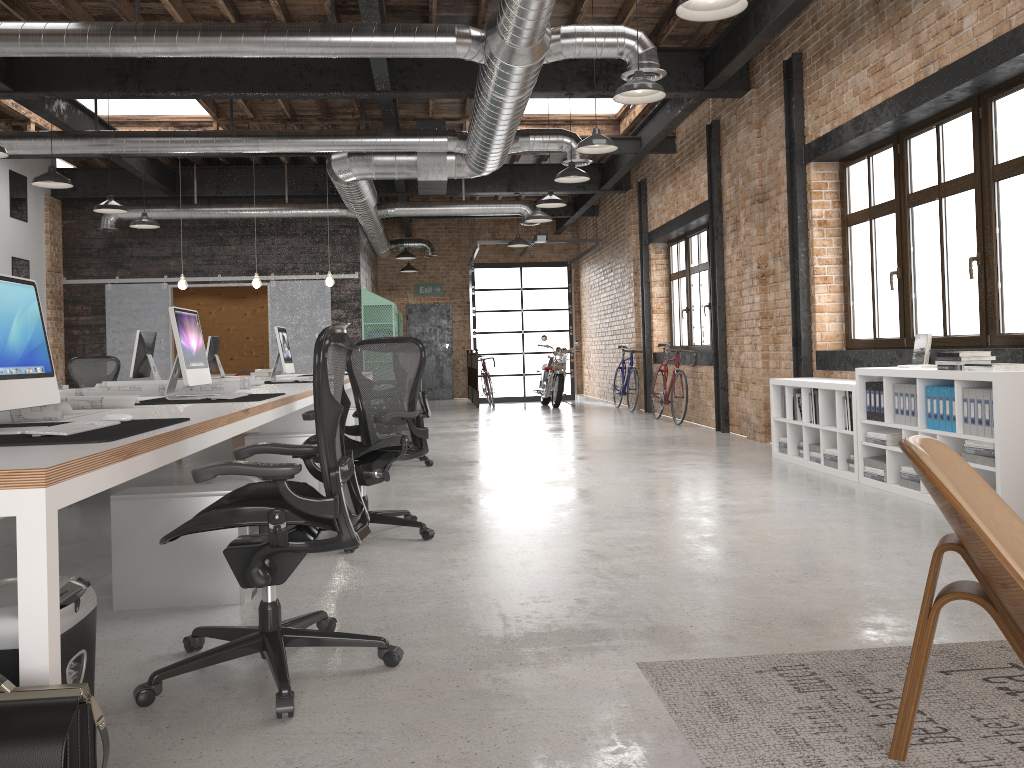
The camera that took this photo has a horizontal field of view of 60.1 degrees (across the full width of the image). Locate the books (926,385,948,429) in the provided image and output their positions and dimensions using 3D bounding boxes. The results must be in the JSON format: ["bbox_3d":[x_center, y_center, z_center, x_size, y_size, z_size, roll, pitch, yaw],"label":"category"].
[{"bbox_3d":[2.626,0.138,5.342,0.232,0.261,0.062,-2,-1,-5],"label":"books"}]

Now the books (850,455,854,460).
[{"bbox_3d":[2.552,0.517,6.286,0.199,0.054,0.240,-2,2,-5],"label":"books"}]

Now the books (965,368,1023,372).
[{"bbox_3d":[2.657,-0.079,4.880,0.187,0.014,0.253,-2,2,-5],"label":"books"}]

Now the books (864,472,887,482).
[{"bbox_3d":[2.543,0.613,5.990,0.207,0.061,0.274,-2,2,-5],"label":"books"}]

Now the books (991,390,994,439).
[{"bbox_3d":[2.684,0.158,4.722,0.232,0.261,0.062,-2,-1,-5],"label":"books"}]

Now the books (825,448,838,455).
[{"bbox_3d":[2.486,0.493,6.598,0.214,0.052,0.252,-2,2,-5],"label":"books"}]

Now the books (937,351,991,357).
[{"bbox_3d":[2.632,-0.174,5.162,0.190,0.028,0.239,-2,2,-3],"label":"books"}]

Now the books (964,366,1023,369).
[{"bbox_3d":[2.658,-0.093,4.884,0.187,0.014,0.248,-2,2,-7],"label":"books"}]

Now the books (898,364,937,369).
[{"bbox_3d":[2.628,-0.111,5.681,0.174,0.021,0.273,-2,2,-5],"label":"books"}]

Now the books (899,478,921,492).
[{"bbox_3d":[2.609,0.622,5.560,0.217,0.072,0.289,-2,2,-5],"label":"books"}]

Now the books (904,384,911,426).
[{"bbox_3d":[2.614,0.129,5.611,0.232,0.261,0.062,-2,-1,-5],"label":"books"}]

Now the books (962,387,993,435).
[{"bbox_3d":[2.660,0.150,4.979,0.232,0.261,0.062,-2,-1,-5],"label":"books"}]

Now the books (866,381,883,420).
[{"bbox_3d":[2.562,0.113,6.097,0.232,0.261,0.062,-2,-1,-5],"label":"books"}]

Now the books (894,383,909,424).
[{"bbox_3d":[2.602,0.125,5.738,0.232,0.261,0.062,-2,-1,-5],"label":"books"}]

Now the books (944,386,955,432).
[{"bbox_3d":[2.644,0.144,5.150,0.232,0.261,0.062,-2,-1,-5],"label":"books"}]

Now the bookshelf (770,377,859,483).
[{"bbox_3d":[2.522,0.315,6.952,0.400,0.685,1.544,-2,2,-5],"label":"bookshelf"}]

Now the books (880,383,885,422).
[{"bbox_3d":[2.580,0.119,5.905,0.232,0.261,0.062,-2,-1,-5],"label":"books"}]

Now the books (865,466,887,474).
[{"bbox_3d":[2.545,0.569,5.978,0.214,0.046,0.251,-2,2,-5],"label":"books"}]

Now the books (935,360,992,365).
[{"bbox_3d":[2.628,-0.125,5.160,0.191,0.023,0.242,-2,2,-7],"label":"books"}]

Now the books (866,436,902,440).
[{"bbox_3d":[2.544,0.348,5.939,0.219,0.034,0.260,-2,2,-5],"label":"books"}]

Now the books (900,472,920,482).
[{"bbox_3d":[2.602,0.572,5.553,0.207,0.067,0.275,-2,2,-5],"label":"books"}]

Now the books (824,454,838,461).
[{"bbox_3d":[2.484,0.538,6.609,0.207,0.067,0.275,-2,2,-5],"label":"books"}]

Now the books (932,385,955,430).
[{"bbox_3d":[2.632,0.140,5.279,0.232,0.261,0.062,-2,-1,-5],"label":"books"}]

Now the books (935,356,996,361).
[{"bbox_3d":[2.636,-0.148,5.153,0.212,0.023,0.258,-2,2,-5],"label":"books"}]

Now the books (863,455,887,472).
[{"bbox_3d":[2.547,0.532,5.998,0.217,0.078,0.291,-2,2,-5],"label":"books"}]

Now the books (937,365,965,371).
[{"bbox_3d":[2.636,-0.098,5.152,0.191,0.032,0.259,-2,2,-3],"label":"books"}]

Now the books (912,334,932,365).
[{"bbox_3d":[2.789,-0.230,6.029,0.065,0.224,0.161,-2,0,-5],"label":"books"}]

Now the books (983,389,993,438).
[{"bbox_3d":[2.678,0.156,4.787,0.232,0.261,0.062,-2,-1,-5],"label":"books"}]

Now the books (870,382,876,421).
[{"bbox_3d":[2.568,0.115,6.034,0.232,0.261,0.062,-2,-1,-5],"label":"books"}]

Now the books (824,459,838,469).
[{"bbox_3d":[2.491,0.588,6.616,0.217,0.072,0.289,-2,2,-5],"label":"books"}]

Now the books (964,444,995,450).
[{"bbox_3d":[2.645,0.329,4.830,0.219,0.039,0.260,-2,2,-5],"label":"books"}]

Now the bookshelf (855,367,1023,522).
[{"bbox_3d":[2.670,0.308,5.406,0.400,0.800,1.544,-2,1,-5],"label":"bookshelf"}]

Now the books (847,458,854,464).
[{"bbox_3d":[2.555,0.548,6.310,0.222,0.055,0.282,-2,2,-5],"label":"books"}]

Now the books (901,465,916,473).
[{"bbox_3d":[2.604,0.527,5.542,0.214,0.052,0.252,-2,2,-5],"label":"books"}]

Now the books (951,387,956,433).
[{"bbox_3d":[2.650,0.146,5.085,0.232,0.261,0.062,-2,-1,-5],"label":"books"}]

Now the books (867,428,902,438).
[{"bbox_3d":[2.543,0.330,5.935,0.214,0.046,0.251,-2,2,-5],"label":"books"}]

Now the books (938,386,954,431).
[{"bbox_3d":[2.638,0.142,5.214,0.232,0.261,0.062,-2,-1,-5],"label":"books"}]

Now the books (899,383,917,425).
[{"bbox_3d":[2.608,0.127,5.675,0.232,0.261,0.062,-2,-1,-5],"label":"books"}]

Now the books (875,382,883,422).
[{"bbox_3d":[2.574,0.117,5.970,0.232,0.261,0.062,-2,-1,-5],"label":"books"}]

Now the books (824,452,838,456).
[{"bbox_3d":[2.487,0.511,6.602,0.219,0.039,0.260,-2,2,-5],"label":"books"}]

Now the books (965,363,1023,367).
[{"bbox_3d":[2.664,-0.106,4.883,0.202,0.012,0.251,-2,2,-4],"label":"books"}]

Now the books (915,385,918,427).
[{"bbox_3d":[2.626,0.133,5.481,0.232,0.261,0.062,-2,-1,-5],"label":"books"}]

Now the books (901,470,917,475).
[{"bbox_3d":[2.605,0.545,5.546,0.219,0.039,0.260,-2,2,-5],"label":"books"}]

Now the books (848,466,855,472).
[{"bbox_3d":[2.540,0.606,6.309,0.184,0.049,0.261,-2,2,-5],"label":"books"}]

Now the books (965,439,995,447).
[{"bbox_3d":[2.645,0.311,4.826,0.214,0.052,0.252,-2,2,-5],"label":"books"}]

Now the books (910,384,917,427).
[{"bbox_3d":[2.620,0.131,5.546,0.232,0.261,0.062,-2,-1,-5],"label":"books"}]

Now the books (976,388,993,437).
[{"bbox_3d":[2.672,0.154,4.852,0.232,0.261,0.062,-2,-1,-5],"label":"books"}]

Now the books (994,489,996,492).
[{"bbox_3d":[2.672,0.606,4.822,0.214,0.046,0.251,-2,2,-5],"label":"books"}]

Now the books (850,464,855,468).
[{"bbox_3d":[2.533,0.578,6.295,0.164,0.047,0.239,-2,2,-5],"label":"books"}]

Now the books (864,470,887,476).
[{"bbox_3d":[2.546,0.587,5.983,0.219,0.034,0.260,-2,2,-5],"label":"books"}]

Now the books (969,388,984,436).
[{"bbox_3d":[2.666,0.152,4.916,0.232,0.261,0.062,-2,-1,-5],"label":"books"}]

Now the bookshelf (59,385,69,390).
[{"bbox_3d":[-6.711,0.387,12.373,0.400,0.685,1.544,-2,2,-5],"label":"bookshelf"}]

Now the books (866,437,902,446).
[{"bbox_3d":[2.541,0.374,5.946,0.207,0.061,0.274,-2,2,-5],"label":"books"}]
